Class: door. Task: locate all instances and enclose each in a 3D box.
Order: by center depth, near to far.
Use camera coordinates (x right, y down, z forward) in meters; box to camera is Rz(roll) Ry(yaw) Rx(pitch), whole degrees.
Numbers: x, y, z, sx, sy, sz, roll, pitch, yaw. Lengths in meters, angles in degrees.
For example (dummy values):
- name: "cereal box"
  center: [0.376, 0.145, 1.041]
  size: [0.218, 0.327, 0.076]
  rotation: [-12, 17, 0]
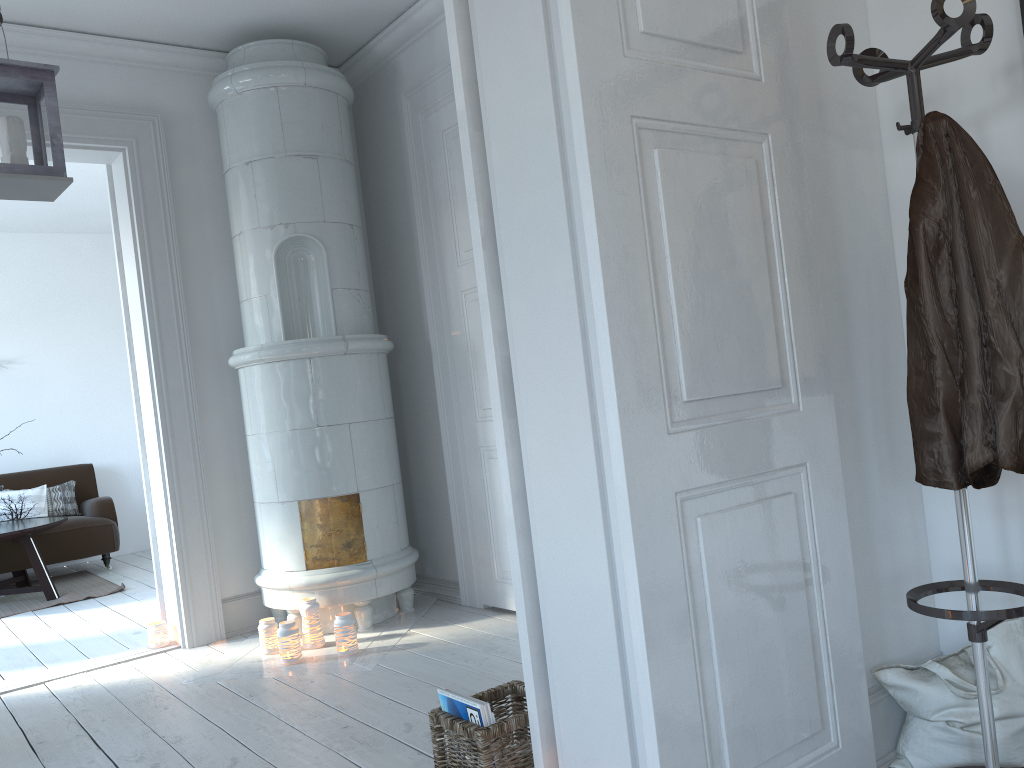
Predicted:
- name: "door"
  center: [-0.466, -0.189, 1.383]
  size: [2.596, 2.505, 0.578]
  rotation: [-7, 0, -37]
- name: "door"
  center: [0.202, -0.242, 3.757]
  size: [0.306, 2.505, 1.600]
  rotation: [-7, 0, -37]
- name: "door"
  center: [-2.252, 0.050, 3.804]
  size: [2.596, 2.505, 0.578]
  rotation: [-7, 0, -37]

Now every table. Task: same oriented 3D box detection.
- name: "table"
  center: [-3.651, 1.244, 5.904]
  size: [1.301, 0.503, 1.298]
  rotation: [-7, -1, 44]

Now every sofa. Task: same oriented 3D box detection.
- name: "sofa"
  center: [-4.133, 1.135, 6.541]
  size: [2.163, 0.825, 0.969]
  rotation: [-6, 0, -37]

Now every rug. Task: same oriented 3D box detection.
- name: "rug"
  center: [-3.639, 1.469, 5.928]
  size: [1.708, 0.055, 1.457]
  rotation: [-6, -1, -36]

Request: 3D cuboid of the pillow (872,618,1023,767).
- name: "pillow"
  center: [1.072, 0.737, 2.111]
  size: [0.317, 0.314, 0.273]
  rotation: [-7, 0, -36]

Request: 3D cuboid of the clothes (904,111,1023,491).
- name: "clothes"
  center: [0.907, -0.166, 1.757]
  size: [0.237, 0.770, 0.211]
  rotation: [-7, 0, -3]

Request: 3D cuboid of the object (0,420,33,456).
- name: "object"
  center: [-3.619, 0.454, 5.913]
  size: [0.526, 1.066, 0.845]
  rotation: [-7, 0, 24]

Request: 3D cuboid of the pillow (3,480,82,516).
- name: "pillow"
  center: [-3.709, 0.936, 7.001]
  size: [0.541, 0.288, 0.183]
  rotation: [-6, 0, -36]

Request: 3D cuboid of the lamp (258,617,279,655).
- name: "lamp"
  center: [-1.052, 1.092, 3.839]
  size: [0.084, 0.146, 0.084]
  rotation: [-7, 0, -32]

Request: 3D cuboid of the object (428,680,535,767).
- name: "object"
  center: [-0.014, 0.892, 2.114]
  size: [0.269, 0.265, 0.224]
  rotation: [-7, 0, -37]

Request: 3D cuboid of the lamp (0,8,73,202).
- name: "lamp"
  center: [-1.458, -1.407, 2.424]
  size: [0.228, 1.762, 0.228]
  rotation: [-7, 1, -40]

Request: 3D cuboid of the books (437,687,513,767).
- name: "books"
  center: [-0.029, 0.860, 2.106]
  size: [0.201, 0.300, 0.180]
  rotation: [-7, 0, -37]

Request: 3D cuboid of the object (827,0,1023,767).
- name: "object"
  center: [0.908, 0.077, 1.825]
  size: [0.374, 1.658, 0.375]
  rotation: [-7, 0, -29]

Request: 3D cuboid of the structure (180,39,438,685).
- name: "structure"
  center: [-0.998, -0.176, 4.072]
  size: [0.801, 2.828, 1.247]
  rotation: [-7, 0, 8]

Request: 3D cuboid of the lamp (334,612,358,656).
- name: "lamp"
  center: [-0.690, 1.037, 3.681]
  size: [0.089, 0.166, 0.089]
  rotation: [-7, 0, -38]

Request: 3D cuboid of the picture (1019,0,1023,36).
- name: "picture"
  center: [1.414, -0.700, 1.723]
  size: [0.057, 1.313, 0.794]
  rotation: [-7, 0, -37]

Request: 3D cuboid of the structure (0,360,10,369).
- name: "structure"
  center: [-4.519, -0.167, 6.938]
  size: [1.024, 0.478, 0.085]
  rotation: [-6, 0, -37]

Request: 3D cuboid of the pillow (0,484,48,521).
- name: "pillow"
  center: [-3.804, 0.933, 6.791]
  size: [0.470, 0.309, 0.188]
  rotation: [-7, 0, -36]

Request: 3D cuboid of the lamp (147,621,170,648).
- name: "lamp"
  center: [-1.662, 1.177, 4.166]
  size: [0.093, 0.110, 0.093]
  rotation: [-7, 0, -20]

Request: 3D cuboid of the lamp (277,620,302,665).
- name: "lamp"
  center: [-0.917, 1.064, 3.653]
  size: [0.089, 0.166, 0.089]
  rotation: [-7, 0, -35]

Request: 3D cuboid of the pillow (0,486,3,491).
- name: "pillow"
  center: [-4.081, 0.974, 6.678]
  size: [0.472, 0.347, 0.158]
  rotation: [-7, 0, -38]

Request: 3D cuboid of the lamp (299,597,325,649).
- name: "lamp"
  center: [-0.872, 1.039, 3.853]
  size: [0.098, 0.210, 0.098]
  rotation: [-7, 0, -32]
